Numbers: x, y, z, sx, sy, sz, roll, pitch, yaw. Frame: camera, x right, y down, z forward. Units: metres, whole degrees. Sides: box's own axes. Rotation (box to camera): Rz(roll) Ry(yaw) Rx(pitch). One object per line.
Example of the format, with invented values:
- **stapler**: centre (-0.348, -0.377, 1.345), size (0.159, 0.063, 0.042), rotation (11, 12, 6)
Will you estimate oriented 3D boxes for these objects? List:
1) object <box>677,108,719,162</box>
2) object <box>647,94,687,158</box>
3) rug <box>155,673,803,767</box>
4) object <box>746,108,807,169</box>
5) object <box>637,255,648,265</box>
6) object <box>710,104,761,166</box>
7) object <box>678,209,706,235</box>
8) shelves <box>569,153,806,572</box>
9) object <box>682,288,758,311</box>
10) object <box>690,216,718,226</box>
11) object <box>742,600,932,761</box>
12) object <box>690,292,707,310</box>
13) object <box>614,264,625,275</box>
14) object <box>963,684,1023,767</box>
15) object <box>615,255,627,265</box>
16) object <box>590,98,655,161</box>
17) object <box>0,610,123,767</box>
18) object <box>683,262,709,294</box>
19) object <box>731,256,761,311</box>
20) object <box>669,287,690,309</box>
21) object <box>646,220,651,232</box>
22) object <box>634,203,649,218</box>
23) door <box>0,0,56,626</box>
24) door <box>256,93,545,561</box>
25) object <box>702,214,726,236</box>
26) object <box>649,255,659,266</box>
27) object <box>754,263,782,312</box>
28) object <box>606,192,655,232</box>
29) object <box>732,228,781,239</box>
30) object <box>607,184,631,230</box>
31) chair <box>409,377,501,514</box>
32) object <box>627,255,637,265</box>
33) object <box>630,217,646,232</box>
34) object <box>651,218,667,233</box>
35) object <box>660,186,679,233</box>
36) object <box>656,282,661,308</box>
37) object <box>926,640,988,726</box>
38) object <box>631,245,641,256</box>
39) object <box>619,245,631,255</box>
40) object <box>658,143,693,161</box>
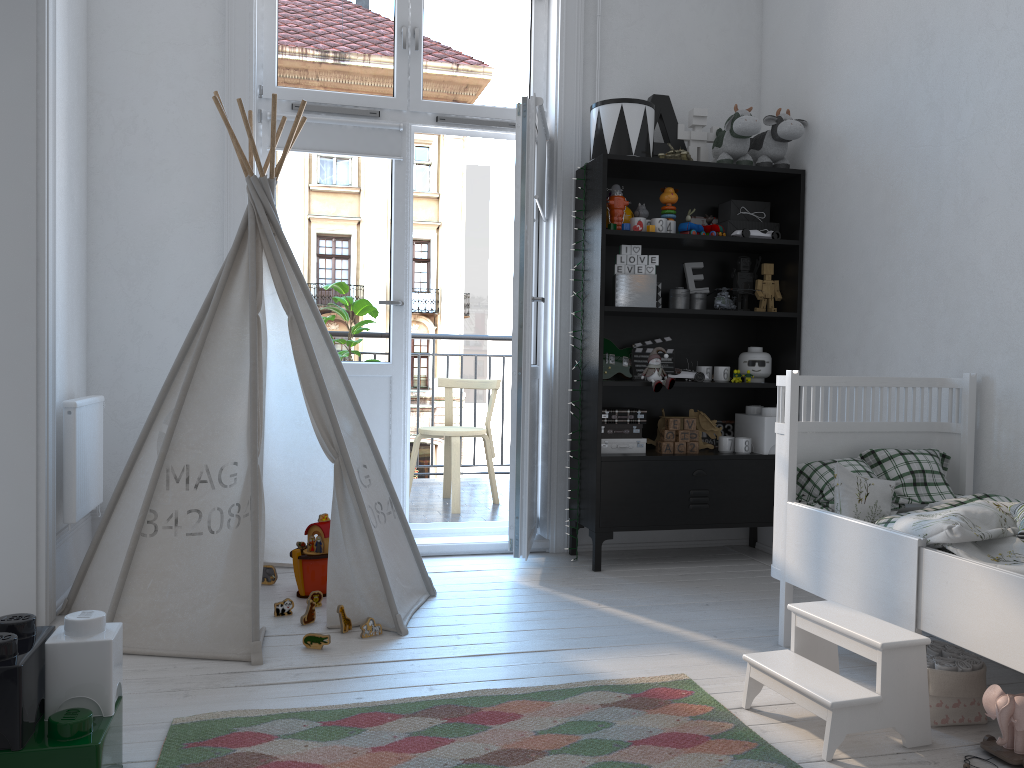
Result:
- **object**: centre (0.820, -1.064, 3.922), size (0.190, 0.291, 0.065), rotation (1, 2, -10)
- **object**: centre (0.645, -1.093, 3.908), size (0.343, 0.344, 0.057), rotation (1, 2, -15)
- **rug**: centre (0.084, 0.805, 1.254), size (1.320, 0.016, 2.028), rotation (1, 1, -14)
- **object**: centre (1.089, -1.034, 3.827), size (0.211, 0.253, 0.386), rotation (0, 2, -31)
- **object**: centre (0.540, -0.509, 3.656), size (0.040, 0.040, 0.040), rotation (1, 2, 15)
- **object**: centre (0.943, -1.036, 3.784), size (0.154, 0.253, 0.370), rotation (1, 2, -7)
- **object**: centre (0.764, -0.679, 3.763), size (0.121, 0.126, 0.087), rotation (0, 2, -37)
- **shelves**: centre (0.747, -0.079, 3.829), size (0.911, 1.678, 0.353), rotation (1, 2, -15)
- **object**: centre (0.914, -0.363, 3.843), size (0.368, 0.106, 0.349), rotation (1, 2, -13)
- **object**: centre (0.964, -0.687, 4.019), size (0.347, 0.132, 0.037), rotation (1, 2, -15)
- **object**: centre (0.758, 0.681, 2.086), size (0.288, 0.246, 0.332), rotation (0, 2, -19)
- **object**: centre (0.855, -0.359, 3.861), size (0.078, 0.091, 0.246), rotation (0, 2, -20)
- **object**: centre (0.442, -0.471, 3.658), size (0.040, 0.040, 0.040), rotation (1, 2, 0)
- **object**: centre (1.068, 0.738, 1.919), size (0.254, 0.152, 0.125), rotation (1, 2, -15)
- **object**: centre (0.449, -0.511, 3.657), size (0.040, 0.040, 0.040), rotation (1, 2, -5)
- **object**: centre (0.478, -1.051, 3.789), size (0.272, 0.259, 0.395), rotation (1, 2, 14)
- **object**: centre (-0.877, 0.614, 1.655), size (0.246, 0.332, 0.246), rotation (1, 2, -15)
- **object**: centre (0.827, -0.474, 3.980), size (0.107, 0.151, 0.055), rotation (1, 2, -15)
- **object**: centre (1.033, -0.439, 3.923), size (0.117, 0.259, 0.081), rotation (1, 2, -15)
- **object**: centre (0.739, -0.370, 3.917), size (0.095, 0.110, 0.095), rotation (1, 2, -10)
- **object**: centre (0.563, -0.653, 3.732), size (0.067, 0.067, 0.067), rotation (0, 2, -40)
- **object**: centre (0.559, -0.702, 3.836), size (0.063, 0.160, 0.063), rotation (0, 2, -36)
- **door**: centre (-1.547, -0.331, 2.478), size (0.505, 2.178, 1.465), rotation (0, 2, -30)
- **door**: centre (-0.415, -0.234, 3.636), size (1.264, 1.839, 0.636), rotation (1, 2, -13)
- **object**: centre (0.860, -0.679, 3.831), size (0.087, 0.112, 0.122), rotation (-1, 2, -44)
- **object**: centre (0.584, -0.508, 3.656), size (0.040, 0.040, 0.040), rotation (1, 2, 10)
- **object**: centre (1.121, -0.417, 3.883), size (0.114, 0.221, 0.052), rotation (1, 2, -15)
- **object**: centre (0.453, -0.719, 3.729), size (0.197, 0.197, 0.318), rotation (0, 2, -18)
- **object**: centre (1.040, -0.636, 3.787), size (0.230, 0.048, 0.098), rotation (0, 2, -25)
- **object**: centre (0.438, -0.722, 3.653), size (0.105, 0.203, 0.072), rotation (1, 2, -7)
- **chair**: centre (-0.326, 0.326, 4.997), size (0.436, 0.716, 0.498), rotation (2, 2, 30)
- **object**: centre (0.494, -0.510, 3.656), size (0.040, 0.040, 0.040), rotation (1, 2, 5)
- **object**: centre (0.522, -0.652, 3.676), size (0.067, 0.067, 0.067), rotation (1, 2, -14)
- **object**: centre (0.610, -0.651, 3.684), size (0.067, 0.067, 0.067), rotation (1, 2, -14)
- **object**: centre (0.659, -0.724, 3.734), size (0.077, 0.213, 0.077), rotation (2, 2, 19)
- **object**: centre (0.625, -0.384, 3.923), size (0.070, 0.135, 0.028), rotation (1, 2, -15)
- **object**: centre (1.042, 0.733, 2.192), size (0.215, 0.148, 0.240), rotation (1, 2, -8)
- **object**: centre (0.508, -0.550, 3.655), size (0.040, 0.040, 0.040), rotation (1, 2, -5)
- **object**: centre (0.466, -0.551, 3.655), size (0.040, 0.040, 0.040), rotation (1, 2, -10)
- **object**: centre (0.690, -0.966, 3.735), size (0.121, 0.100, 0.338), rotation (2, 2, 20)
